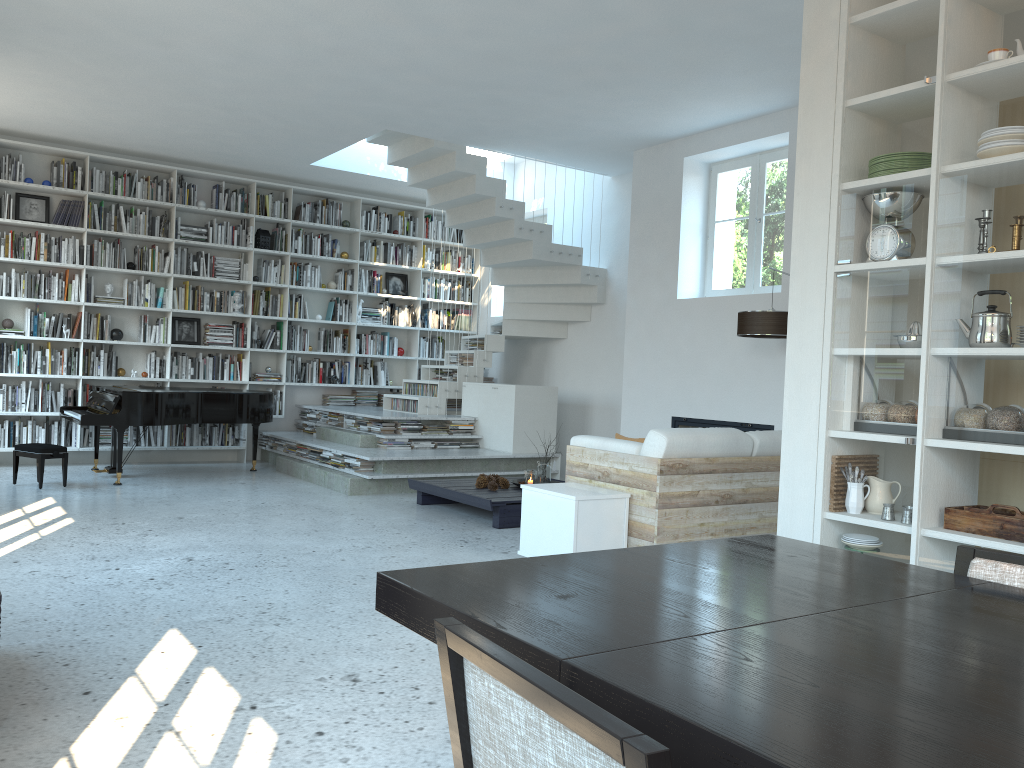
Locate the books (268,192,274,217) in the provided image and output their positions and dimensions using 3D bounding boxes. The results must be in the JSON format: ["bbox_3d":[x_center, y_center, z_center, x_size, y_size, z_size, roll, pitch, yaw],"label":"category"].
[{"bbox_3d":[-2.739,-2.011,10.050,0.010,0.297,0.167,2,1,-34],"label":"books"}]

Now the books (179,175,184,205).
[{"bbox_3d":[-3.555,-2.063,9.517,0.014,0.341,0.145,2,1,-34],"label":"books"}]

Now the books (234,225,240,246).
[{"bbox_3d":[-3.063,-1.631,9.848,0.032,0.248,0.173,2,1,-34],"label":"books"}]

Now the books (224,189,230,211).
[{"bbox_3d":[-3.152,-2.012,9.795,0.028,0.270,0.140,2,1,-34],"label":"books"}]

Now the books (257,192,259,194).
[{"bbox_3d":[-2.875,-2.007,9.973,0.007,0.279,0.150,2,1,-34],"label":"books"}]

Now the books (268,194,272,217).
[{"bbox_3d":[-2.765,-2.000,10.054,0.030,0.274,0.151,2,1,-34],"label":"books"}]

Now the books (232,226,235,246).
[{"bbox_3d":[-3.108,-1.623,9.823,0.012,0.230,0.158,2,1,-34],"label":"books"}]

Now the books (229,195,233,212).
[{"bbox_3d":[-3.118,-1.977,9.797,0.033,0.203,0.166,2,1,-34],"label":"books"}]

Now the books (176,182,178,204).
[{"bbox_3d":[-3.603,-2.021,9.463,0.026,0.253,0.185,2,1,-34],"label":"books"}]

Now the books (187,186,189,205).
[{"bbox_3d":[-3.511,-2.008,9.565,0.006,0.233,0.135,2,1,-34],"label":"books"}]

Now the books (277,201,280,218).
[{"bbox_3d":[-2.682,-1.966,10.084,0.031,0.213,0.169,2,1,-34],"label":"books"}]

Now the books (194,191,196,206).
[{"bbox_3d":[-3.446,-1.982,9.590,0.010,0.187,0.152,2,1,-34],"label":"books"}]

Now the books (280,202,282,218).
[{"bbox_3d":[-2.670,-1.961,10.116,0.025,0.203,0.162,2,1,-34],"label":"books"}]

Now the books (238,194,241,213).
[{"bbox_3d":[-3.051,-1.991,9.875,0.026,0.234,0.137,2,1,-34],"label":"books"}]

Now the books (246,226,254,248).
[{"bbox_3d":[-2.938,-1.620,9.868,0.037,0.237,0.272,2,1,-34],"label":"books"}]

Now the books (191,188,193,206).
[{"bbox_3d":[-3.467,-1.999,9.567,0.016,0.219,0.144,2,1,-34],"label":"books"}]

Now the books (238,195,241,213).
[{"bbox_3d":[-3.048,-1.974,9.825,0.023,0.202,0.193,2,1,-34],"label":"books"}]

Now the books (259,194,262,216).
[{"bbox_3d":[-2.854,-1.997,9.977,0.034,0.261,0.157,2,1,-34],"label":"books"}]

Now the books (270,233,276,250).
[{"bbox_3d":[-2.729,-1.602,10.099,0.019,0.214,0.156,2,1,-34],"label":"books"}]

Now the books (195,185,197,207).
[{"bbox_3d":[-3.432,-2.016,9.589,0.011,0.256,0.143,2,1,-34],"label":"books"}]

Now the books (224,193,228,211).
[{"bbox_3d":[-3.176,-1.984,9.760,0.050,0.211,0.172,2,1,-34],"label":"books"}]

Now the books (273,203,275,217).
[{"bbox_3d":[-2.726,-1.951,10.058,0.022,0.180,0.173,2,1,-34],"label":"books"}]

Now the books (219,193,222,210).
[{"bbox_3d":[-3.227,-1.985,9.746,0.031,0.208,0.146,2,1,-34],"label":"books"}]

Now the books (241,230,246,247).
[{"bbox_3d":[-3.016,-1.606,9.883,0.029,0.202,0.191,2,1,-34],"label":"books"}]

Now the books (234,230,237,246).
[{"bbox_3d":[-3.089,-1.602,9.832,0.029,0.188,0.176,2,1,-34],"label":"books"}]

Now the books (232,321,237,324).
[{"bbox_3d":[-3.108,-0.555,9.915,0.011,0.299,0.130,2,1,-34],"label":"books"}]

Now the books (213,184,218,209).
[{"bbox_3d":[-3.250,-2.027,9.704,0.014,0.292,0.176,2,1,-34],"label":"books"}]

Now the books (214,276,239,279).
[{"bbox_3d":[-3.175,-1.175,9.813,0.254,0.012,0.161,2,1,-31],"label":"books"}]

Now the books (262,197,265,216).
[{"bbox_3d":[-2.822,-1.982,9.987,0.015,0.234,0.171,2,1,-34],"label":"books"}]

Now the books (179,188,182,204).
[{"bbox_3d":[-3.568,-1.990,9.497,0.026,0.194,0.166,2,1,-34],"label":"books"}]

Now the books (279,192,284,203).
[{"bbox_3d":[-2.639,-2.023,10.146,0.012,0.330,0.128,2,1,-34],"label":"books"}]

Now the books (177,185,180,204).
[{"bbox_3d":[-3.594,-2.008,9.493,0.023,0.228,0.157,2,1,-34],"label":"books"}]

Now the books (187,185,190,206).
[{"bbox_3d":[-3.495,-2.014,9.560,0.014,0.248,0.139,2,1,-34],"label":"books"}]

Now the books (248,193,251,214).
[{"bbox_3d":[-2.956,-1.999,9.924,0.022,0.257,0.136,2,1,-34],"label":"books"}]

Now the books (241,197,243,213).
[{"bbox_3d":[-3.032,-1.975,9.882,0.014,0.204,0.135,2,1,-34],"label":"books"}]

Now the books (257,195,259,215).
[{"bbox_3d":[-2.872,-1.986,9.945,0.007,0.239,0.191,2,1,-34],"label":"books"}]

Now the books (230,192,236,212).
[{"bbox_3d":[-3.096,-1.994,9.817,0.023,0.236,0.154,2,1,-34],"label":"books"}]

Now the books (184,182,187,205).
[{"bbox_3d":[-3.518,-2.023,9.520,0.011,0.265,0.163,2,1,-34],"label":"books"}]

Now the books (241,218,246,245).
[{"bbox_3d":[-3.001,-1.671,9.900,0.012,0.334,0.155,2,1,-34],"label":"books"}]

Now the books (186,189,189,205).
[{"bbox_3d":[-3.513,-1.989,9.541,0.023,0.195,0.172,2,1,-34],"label":"books"}]

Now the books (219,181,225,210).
[{"bbox_3d":[-3.195,-2.045,9.737,0.010,0.331,0.186,2,1,-34],"label":"books"}]

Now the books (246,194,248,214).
[{"bbox_3d":[-2.984,-1.993,9.908,0.014,0.244,0.145,2,1,-34],"label":"books"}]

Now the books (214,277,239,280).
[{"bbox_3d":[-3.174,-1.162,9.812,0.254,0.012,0.161,2,1,-38],"label":"books"}]

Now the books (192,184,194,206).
[{"bbox_3d":[-3.456,-2.016,9.570,0.005,0.255,0.168,2,1,-34],"label":"books"}]

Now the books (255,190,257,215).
[{"bbox_3d":[-2.900,-2.017,9.947,0.007,0.298,0.181,2,1,-34],"label":"books"}]

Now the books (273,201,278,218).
[{"bbox_3d":[-2.707,-1.962,10.072,0.024,0.202,0.180,2,1,-34],"label":"books"}]

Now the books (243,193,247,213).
[{"bbox_3d":[-2.996,-1.993,9.888,0.028,0.244,0.161,2,1,-34],"label":"books"}]

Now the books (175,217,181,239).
[{"bbox_3d":[-3.584,-1.650,9.486,0.021,0.249,0.191,2,1,-34],"label":"books"}]

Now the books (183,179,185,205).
[{"bbox_3d":[-3.543,-2.040,9.520,0.010,0.296,0.153,2,1,-34],"label":"books"}]

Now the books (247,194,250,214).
[{"bbox_3d":[-2.968,-1.990,9.909,0.014,0.239,0.153,2,1,-34],"label":"books"}]

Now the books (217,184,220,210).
[{"bbox_3d":[-3.235,-2.029,9.723,0.011,0.296,0.157,2,1,-34],"label":"books"}]

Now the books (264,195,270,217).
[{"bbox_3d":[-2.789,-1.991,10.013,0.054,0.255,0.190,2,1,-34],"label":"books"}]

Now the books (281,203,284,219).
[{"bbox_3d":[-2.647,-1.956,10.124,0.022,0.194,0.181,2,1,-34],"label":"books"}]

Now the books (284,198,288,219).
[{"bbox_3d":[-2.606,-1.983,10.132,0.029,0.253,0.186,2,1,-34],"label":"books"}]

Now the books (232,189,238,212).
[{"bbox_3d":[-3.074,-2.009,9.814,0.010,0.270,0.180,2,1,-34],"label":"books"}]

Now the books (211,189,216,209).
[{"bbox_3d":[-3.271,-2.005,9.712,0.012,0.245,0.151,2,1,-34],"label":"books"}]

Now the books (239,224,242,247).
[{"bbox_3d":[-3.046,-1.637,9.878,0.029,0.261,0.133,2,1,-34],"label":"books"}]

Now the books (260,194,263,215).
[{"bbox_3d":[-2.841,-1.997,9.995,0.008,0.262,0.142,2,1,-34],"label":"books"}]

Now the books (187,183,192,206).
[{"bbox_3d":[-3.480,-2.022,9.562,0.013,0.264,0.147,2,1,-34],"label":"books"}]

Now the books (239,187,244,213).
[{"bbox_3d":[-3.015,-2.027,9.882,0.012,0.308,0.138,2,1,-34],"label":"books"}]
